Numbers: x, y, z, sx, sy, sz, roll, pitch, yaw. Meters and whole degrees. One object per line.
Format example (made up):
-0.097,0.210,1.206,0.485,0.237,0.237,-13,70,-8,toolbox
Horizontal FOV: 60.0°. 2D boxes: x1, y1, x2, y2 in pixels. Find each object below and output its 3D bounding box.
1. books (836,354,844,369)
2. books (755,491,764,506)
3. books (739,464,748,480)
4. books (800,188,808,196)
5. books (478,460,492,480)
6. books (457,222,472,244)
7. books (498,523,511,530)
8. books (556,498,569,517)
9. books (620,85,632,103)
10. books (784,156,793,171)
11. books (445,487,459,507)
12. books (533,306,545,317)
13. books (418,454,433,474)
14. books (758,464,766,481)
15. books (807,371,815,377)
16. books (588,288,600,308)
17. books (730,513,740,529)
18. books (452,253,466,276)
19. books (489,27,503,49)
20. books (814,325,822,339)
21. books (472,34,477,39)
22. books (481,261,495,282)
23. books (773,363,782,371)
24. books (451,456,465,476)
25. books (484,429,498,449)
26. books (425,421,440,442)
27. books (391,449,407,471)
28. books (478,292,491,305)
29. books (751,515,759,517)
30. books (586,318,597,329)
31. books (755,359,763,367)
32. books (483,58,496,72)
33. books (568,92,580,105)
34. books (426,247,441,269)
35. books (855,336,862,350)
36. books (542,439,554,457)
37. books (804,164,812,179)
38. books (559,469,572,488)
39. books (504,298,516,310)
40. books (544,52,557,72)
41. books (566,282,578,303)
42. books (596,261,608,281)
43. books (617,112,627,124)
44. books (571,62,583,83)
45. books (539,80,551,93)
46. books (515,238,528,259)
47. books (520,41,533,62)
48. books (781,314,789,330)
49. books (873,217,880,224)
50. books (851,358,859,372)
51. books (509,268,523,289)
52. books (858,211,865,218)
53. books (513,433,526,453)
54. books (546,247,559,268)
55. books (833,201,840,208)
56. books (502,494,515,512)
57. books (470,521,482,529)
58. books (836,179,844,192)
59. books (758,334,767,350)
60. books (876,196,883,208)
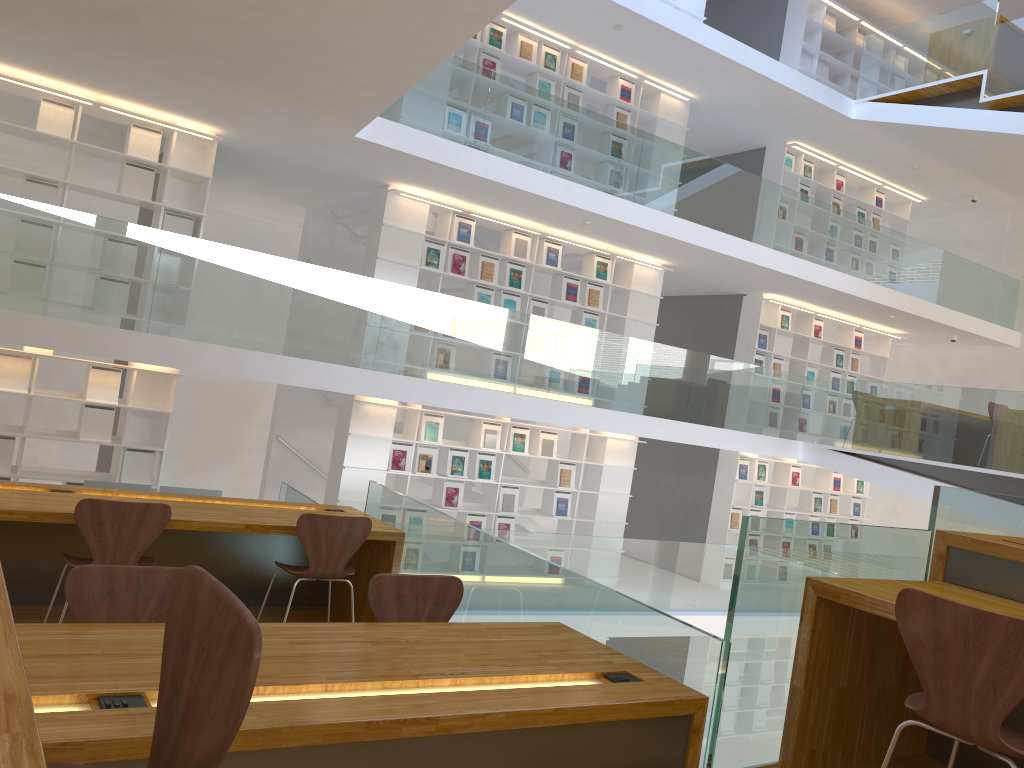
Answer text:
4.649,-0.315,12.581,0.145,0.210,0.037,10,-1,-33,books
3.310,1.539,11.867,0.145,0.210,0.037,10,-1,-33,books
3.045,1.167,11.668,0.145,0.210,0.037,10,-1,-33,books
3.934,-2.515,11.946,0.145,0.210,0.037,10,-1,-33,books
-0.285,0.918,9.443,0.145,0.210,0.037,10,-1,-33,books
-0.488,-1.550,9.117,0.145,0.210,0.037,10,-1,-33,books
-0.089,1.620,9.628,0.145,0.210,0.037,10,-1,-33,books
0.569,1.399,10.028,0.145,0.210,0.037,10,-1,-33,books
1.299,-3.294,10.126,0.145,0.210,0.037,10,-1,-33,books
3.656,-2.905,11.741,0.145,0.210,0.037,10,-1,-33,books
-0.625,1.187,9.250,0.145,0.210,0.037,10,-1,-33,books
0.290,-0.738,9.680,0.145,0.210,0.037,10,-1,-33,books
-0.885,0.826,9.066,0.145,0.210,0.037,10,-1,-33,books
3.344,1.185,11.865,0.145,0.210,0.037,10,-1,-33,books
4.134,-0.069,12.271,0.145,0.210,0.037,10,-1,-33,books
0.931,-0.969,10.075,0.145,0.210,0.037,10,-1,-33,books
2.929,1.799,11.648,0.145,0.210,0.037,10,-1,-33,books
-0.543,-1.225,9.112,0.145,0.210,0.037,10,-1,-33,books
-0.166,-3.558,9.164,0.145,0.210,0.037,10,-1,-33,books
4.235,-0.706,12.285,0.145,0.210,0.037,10,-1,-33,books
-0.417,-3.603,9.004,0.145,0.210,0.037,10,-1,-33,books
-0.256,-1.174,9.300,0.145,0.210,0.037,10,-1,-33,books
3.556,-0.172,11.893,0.145,0.210,0.037,10,-1,-33,books
-0.565,0.859,9.264,0.145,0.210,0.037,10,-1,-33,books
-0.228,0.593,9.454,0.145,0.210,0.037,10,-1,-33,books
-0.817,0.491,9.069,0.145,0.210,0.037,10,-1,-33,books
-1.131,0.768,8.893,0.145,0.210,0.037,10,-1,-33,books
-0.293,-0.843,9.298,0.145,0.210,0.037,10,-1,-33,books
3.245,1.864,11.852,0.145,0.210,0.037,10,-1,-33,books
0.894,-0.638,10.074,0.145,0.210,0.037,10,-1,-33,books
3.251,-0.215,11.691,0.145,0.210,0.037,10,-1,-33,books
-0.235,-3.237,9.149,0.145,0.210,0.037,10,-1,-33,books
0.675,-3.081,9.741,0.145,0.210,0.037,10,-1,-33,books
-0.797,-1.264,8.948,0.145,0.210,0.037,10,-1,-33,books
4.988,-0.576,12.777,0.145,0.210,0.037,10,-1,-33,books
0.398,0.722,9.865,0.145,0.210,0.037,10,-1,-33,books
3.988,-2.844,11.958,0.145,0.210,0.037,10,-1,-33,books
0.605,1.072,10.028,0.145,0.210,0.037,10,-1,-33,books
-0.025,-0.799,9.477,0.145,0.210,0.037,10,-1,-33,books
0.412,-3.454,9.546,0.145,0.210,0.037,10,-1,-33,books
0.669,-1.017,9.904,0.145,0.210,0.037,10,-1,-33,books
1.026,-1.287,10.107,0.145,0.210,0.037,10,-1,-33,books
1.250,-2.983,10.119,0.145,0.210,0.037,10,-1,-33,books
0.716,-3.409,9.744,0.145,0.210,0.037,10,-1,-33,books
0.352,-3.147,9.528,0.145,0.210,0.037,10,-1,-33,books
0.098,-1.448,9.501,0.145,0.210,0.037,10,-1,-33,books
0.152,-3.507,9.375,0.145,0.210,0.037,10,-1,-33,books
3.668,-0.820,11.913,0.145,0.210,0.037,10,-1,-33,books
5.259,-2.289,12.815,0.145,0.210,0.037,10,-1,-33,books
4.939,-0.265,12.771,0.145,0.210,0.037,10,-1,-33,books
0.040,-1.122,9.490,0.145,0.210,0.037,10,-1,-33,books
4.969,-2.339,12.626,0.145,0.210,0.037,10,-1,-33,books
0.079,0.646,9.655,0.145,0.210,0.037,10,-1,-33,books
0.446,-1.389,9.728,0.145,0.210,0.037,10,-1,-33,books
4.501,-2.415,12.317,0.145,0.210,0.037,10,-1,-33,books
-0.036,1.303,9.633,0.145,0.210,0.037,10,-1,-33,books
-0.394,1.566,9.429,0.145,0.210,0.037,10,-1,-33,books
4.556,-2.730,12.330,0.145,0.210,0.037,10,-1,-33,books
3.309,-0.548,11.702,0.145,0.210,0.037,10,-1,-33,books
5.309,-2.600,12.822,0.145,0.210,0.037,10,-1,-33,books
